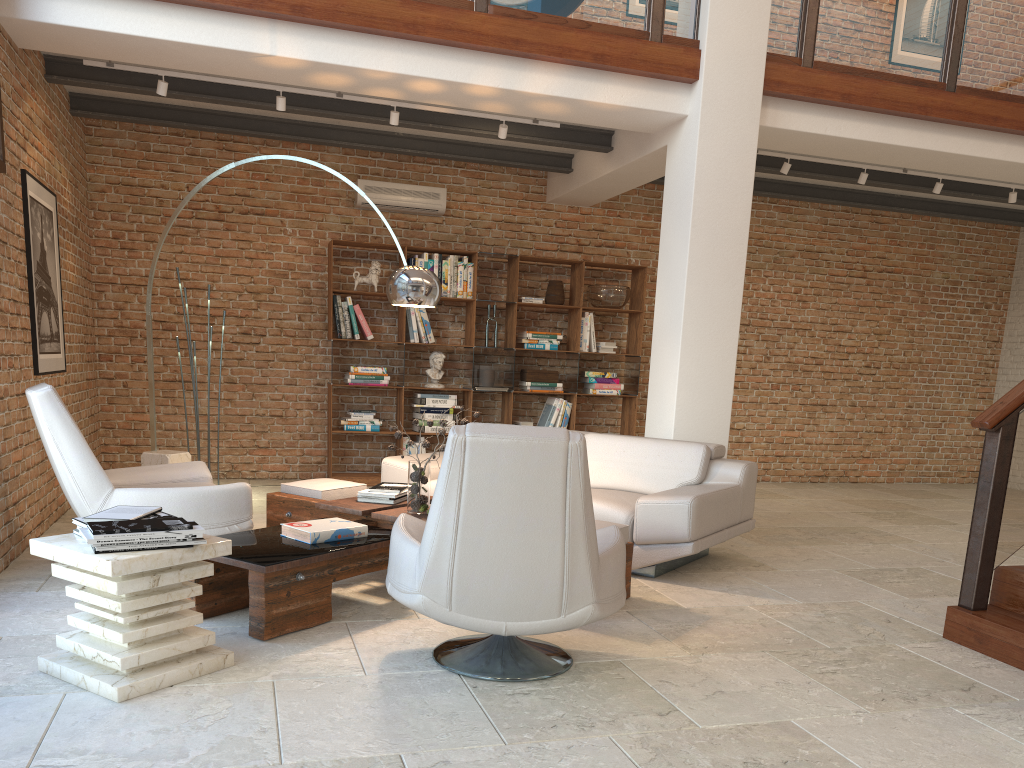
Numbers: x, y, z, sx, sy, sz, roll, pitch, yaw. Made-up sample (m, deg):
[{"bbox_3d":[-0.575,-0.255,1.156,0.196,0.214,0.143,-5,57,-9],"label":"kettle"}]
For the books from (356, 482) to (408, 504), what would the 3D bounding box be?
[{"bbox_3d":[-0.726,0.635,5.109,0.249,0.076,0.394,3,2,15],"label":"books"}]

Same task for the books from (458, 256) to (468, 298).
[{"bbox_3d":[-0.466,-0.994,8.217,0.036,0.393,0.237,-1,9,-17],"label":"books"}]

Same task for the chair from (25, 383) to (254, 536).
[{"bbox_3d":[-1.986,0.513,4.619,0.980,1.024,1.005,-2,8,-33],"label":"chair"}]

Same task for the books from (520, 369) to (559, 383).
[{"bbox_3d":[0.270,-0.077,8.626,0.335,0.122,0.208,2,4,-17],"label":"books"}]

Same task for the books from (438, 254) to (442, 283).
[{"bbox_3d":[-0.701,-1.003,8.145,0.036,0.393,0.237,-1,9,-17],"label":"books"}]

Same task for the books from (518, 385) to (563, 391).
[{"bbox_3d":[0.281,0.038,8.681,0.380,0.037,0.239,2,2,-22],"label":"books"}]

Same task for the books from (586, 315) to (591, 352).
[{"bbox_3d":[0.713,-0.499,8.676,0.021,0.368,0.264,-1,9,-17],"label":"books"}]

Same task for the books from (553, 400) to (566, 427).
[{"bbox_3d":[0.441,0.331,8.775,0.098,0.364,0.264,-1,9,-17],"label":"books"}]

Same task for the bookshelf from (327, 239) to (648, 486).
[{"bbox_3d":[-0.228,-0.108,8.460,3.035,2.259,0.354,1,11,-17],"label":"bookshelf"}]

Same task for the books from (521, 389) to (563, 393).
[{"bbox_3d":[0.297,0.068,8.677,0.356,0.021,0.266,2,2,-19],"label":"books"}]

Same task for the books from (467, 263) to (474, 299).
[{"bbox_3d":[-0.426,-0.965,8.252,0.055,0.338,0.248,-1,9,-17],"label":"books"}]

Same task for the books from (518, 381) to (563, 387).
[{"bbox_3d":[0.279,0.002,8.637,0.380,0.037,0.239,2,2,-18],"label":"books"}]

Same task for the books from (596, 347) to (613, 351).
[{"bbox_3d":[0.932,-0.346,8.761,0.132,0.034,0.201,2,2,-7],"label":"books"}]

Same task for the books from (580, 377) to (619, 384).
[{"bbox_3d":[0.887,-0.037,8.839,0.327,0.057,0.249,2,2,-17],"label":"books"}]

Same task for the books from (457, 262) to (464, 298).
[{"bbox_3d":[-0.512,-0.968,8.203,0.055,0.338,0.248,-1,9,-17],"label":"books"}]

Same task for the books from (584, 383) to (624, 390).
[{"bbox_3d":[0.931,0.022,8.854,0.326,0.057,0.249,2,2,-22],"label":"books"}]

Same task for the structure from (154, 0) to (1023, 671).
[{"bbox_3d":[3.059,-0.798,2.415,10.159,4.240,13.550,2,3,-17],"label":"structure"}]

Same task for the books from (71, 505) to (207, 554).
[{"bbox_3d":[-1.411,0.530,3.256,0.388,0.081,0.557,2,2,-33],"label":"books"}]

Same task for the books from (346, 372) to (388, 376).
[{"bbox_3d":[-1.361,-0.094,8.148,0.356,0.021,0.266,2,2,-19],"label":"books"}]

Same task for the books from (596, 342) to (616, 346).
[{"bbox_3d":[0.935,-0.400,8.751,0.132,0.034,0.201,2,2,-27],"label":"books"}]

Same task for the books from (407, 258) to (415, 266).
[{"bbox_3d":[-0.949,-0.986,8.085,0.055,0.338,0.248,-1,9,-17],"label":"books"}]

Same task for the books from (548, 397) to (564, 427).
[{"bbox_3d":[0.394,0.321,8.749,0.161,0.382,0.237,0,9,-17],"label":"books"}]

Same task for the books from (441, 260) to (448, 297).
[{"bbox_3d":[-0.653,-0.973,8.150,0.055,0.338,0.248,-1,9,-17],"label":"books"}]

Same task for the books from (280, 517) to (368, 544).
[{"bbox_3d":[-0.899,0.702,4.183,0.251,0.058,0.324,5,3,43],"label":"books"}]

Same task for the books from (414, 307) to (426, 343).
[{"bbox_3d":[-0.890,-0.560,8.185,0.124,0.358,0.264,-1,9,-17],"label":"books"}]

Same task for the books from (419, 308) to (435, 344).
[{"bbox_3d":[-0.822,-0.548,8.202,0.158,0.338,0.248,0,9,-17],"label":"books"}]

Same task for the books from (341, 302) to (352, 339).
[{"bbox_3d":[-1.533,-0.581,8.017,0.102,0.343,0.248,-1,9,-17],"label":"books"}]

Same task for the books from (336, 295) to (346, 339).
[{"bbox_3d":[-1.575,-0.608,7.979,0.091,0.394,0.237,-1,9,-17],"label":"books"}]

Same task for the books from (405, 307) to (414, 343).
[{"bbox_3d":[-0.980,-0.581,8.167,0.101,0.394,0.237,-1,9,-17],"label":"books"}]

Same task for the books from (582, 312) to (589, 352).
[{"bbox_3d":[0.690,-0.514,8.656,0.036,0.393,0.237,-1,9,-17],"label":"books"}]

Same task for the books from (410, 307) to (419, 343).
[{"bbox_3d":[-0.937,-0.578,8.157,0.103,0.393,0.237,-1,9,-17],"label":"books"}]

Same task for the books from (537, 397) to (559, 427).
[{"bbox_3d":[0.347,0.319,8.759,0.163,0.382,0.237,0,9,-17],"label":"books"}]

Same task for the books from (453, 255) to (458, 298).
[{"bbox_3d":[-0.556,-0.998,8.189,0.036,0.393,0.237,-1,9,-17],"label":"books"}]

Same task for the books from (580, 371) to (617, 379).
[{"bbox_3d":[0.874,-0.094,8.822,0.327,0.057,0.249,3,2,-7],"label":"books"}]

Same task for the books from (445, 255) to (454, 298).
[{"bbox_3d":[-0.596,-1.000,8.191,0.036,0.393,0.237,-1,9,-17],"label":"books"}]

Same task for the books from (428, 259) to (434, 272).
[{"bbox_3d":[-0.786,-0.979,8.135,0.055,0.338,0.248,-1,9,-17],"label":"books"}]

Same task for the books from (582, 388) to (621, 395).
[{"bbox_3d":[0.904,0.077,8.858,0.327,0.057,0.249,2,2,-15],"label":"books"}]

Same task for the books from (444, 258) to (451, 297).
[{"bbox_3d":[-0.620,-0.987,8.172,0.021,0.368,0.264,-1,9,-17],"label":"books"}]

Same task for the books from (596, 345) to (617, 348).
[{"bbox_3d":[0.940,-0.373,8.762,0.171,0.019,0.231,2,2,-14],"label":"books"}]

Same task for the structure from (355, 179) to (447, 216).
[{"bbox_3d":[-1.022,-1.709,8.014,0.813,0.225,0.195,2,7,-17],"label":"structure"}]

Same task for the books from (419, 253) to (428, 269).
[{"bbox_3d":[-0.825,-1.008,8.102,0.036,0.393,0.237,-1,9,-17],"label":"books"}]

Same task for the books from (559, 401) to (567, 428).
[{"bbox_3d":[0.458,0.334,8.791,0.098,0.364,0.264,-1,9,-17],"label":"books"}]

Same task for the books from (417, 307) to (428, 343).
[{"bbox_3d":[-0.872,-0.559,8.200,0.124,0.358,0.264,-1,9,-17],"label":"books"}]

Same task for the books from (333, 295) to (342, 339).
[{"bbox_3d":[-1.609,-0.608,7.960,0.091,0.394,0.237,-1,9,-17],"label":"books"}]

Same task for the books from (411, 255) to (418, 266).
[{"bbox_3d":[-0.911,-0.999,8.092,0.021,0.368,0.264,-1,9,-17],"label":"books"}]

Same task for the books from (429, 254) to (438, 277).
[{"bbox_3d":[-0.733,-1.004,8.125,0.036,0.393,0.237,-1,9,-17],"label":"books"}]

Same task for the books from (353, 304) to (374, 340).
[{"bbox_3d":[-1.389,-0.567,8.054,0.195,0.327,0.248,0,8,-17],"label":"books"}]

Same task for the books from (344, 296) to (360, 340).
[{"bbox_3d":[-1.469,-0.601,7.999,0.121,0.391,0.237,-1,9,-17],"label":"books"}]

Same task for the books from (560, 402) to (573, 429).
[{"bbox_3d":[0.504,0.344,8.792,0.116,0.342,0.248,-1,9,-17],"label":"books"}]

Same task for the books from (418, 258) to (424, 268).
[{"bbox_3d":[-0.870,-0.982,8.090,0.055,0.338,0.248,-1,9,-17],"label":"books"}]

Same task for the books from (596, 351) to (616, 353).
[{"bbox_3d":[0.934,-0.320,8.783,0.171,0.019,0.231,3,2,-9],"label":"books"}]

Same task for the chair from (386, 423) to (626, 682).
[{"bbox_3d":[-0.013,0.638,3.415,1.027,1.042,0.947,3,7,-1],"label":"chair"}]
